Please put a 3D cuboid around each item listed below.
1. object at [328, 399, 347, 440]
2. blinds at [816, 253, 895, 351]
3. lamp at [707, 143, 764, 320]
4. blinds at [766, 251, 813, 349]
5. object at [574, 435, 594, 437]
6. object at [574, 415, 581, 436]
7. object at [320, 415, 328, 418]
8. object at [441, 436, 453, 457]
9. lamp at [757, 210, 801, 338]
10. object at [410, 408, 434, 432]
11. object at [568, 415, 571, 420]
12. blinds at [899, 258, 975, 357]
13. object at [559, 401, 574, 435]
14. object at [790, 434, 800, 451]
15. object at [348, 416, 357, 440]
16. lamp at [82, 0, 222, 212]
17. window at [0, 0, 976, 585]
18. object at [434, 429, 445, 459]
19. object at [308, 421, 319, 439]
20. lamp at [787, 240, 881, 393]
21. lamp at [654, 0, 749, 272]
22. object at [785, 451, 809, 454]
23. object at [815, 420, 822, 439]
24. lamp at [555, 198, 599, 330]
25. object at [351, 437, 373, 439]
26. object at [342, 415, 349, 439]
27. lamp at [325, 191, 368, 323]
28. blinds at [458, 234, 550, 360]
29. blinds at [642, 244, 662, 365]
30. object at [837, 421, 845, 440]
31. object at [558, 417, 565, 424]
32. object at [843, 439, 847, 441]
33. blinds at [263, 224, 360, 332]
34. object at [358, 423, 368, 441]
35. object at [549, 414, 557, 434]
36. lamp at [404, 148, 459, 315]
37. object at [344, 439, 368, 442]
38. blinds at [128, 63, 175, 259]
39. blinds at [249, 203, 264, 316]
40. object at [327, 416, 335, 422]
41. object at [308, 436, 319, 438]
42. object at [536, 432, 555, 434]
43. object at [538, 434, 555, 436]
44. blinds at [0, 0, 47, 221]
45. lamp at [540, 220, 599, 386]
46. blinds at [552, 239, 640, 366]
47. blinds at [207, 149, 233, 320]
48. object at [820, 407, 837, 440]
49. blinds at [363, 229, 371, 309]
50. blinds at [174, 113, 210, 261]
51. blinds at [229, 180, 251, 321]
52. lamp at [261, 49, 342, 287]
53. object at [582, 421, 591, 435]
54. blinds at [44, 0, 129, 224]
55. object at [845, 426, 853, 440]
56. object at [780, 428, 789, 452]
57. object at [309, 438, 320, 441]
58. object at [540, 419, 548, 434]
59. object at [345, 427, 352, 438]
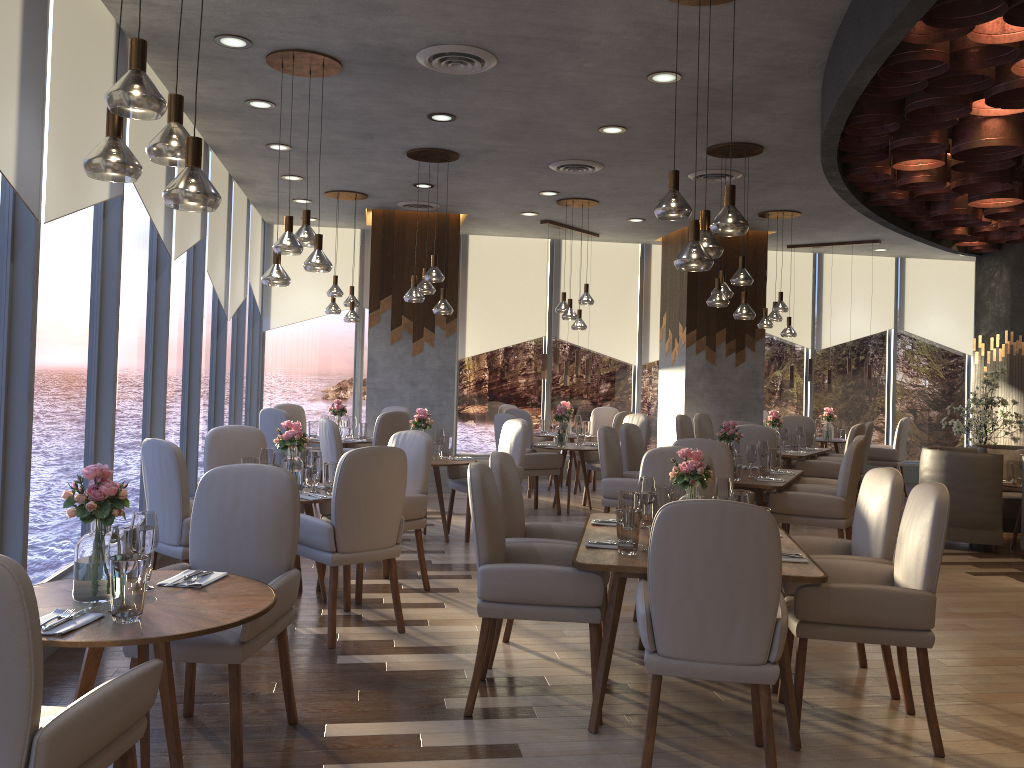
[{"bbox_3d":[-1.794,0.362,9.124,0.198,0.416,0.210,1,-1,29],"label":"object"},{"bbox_3d":[4.867,-1.781,12.512,1.173,2.682,0.007,2,-1,-9],"label":"blinds"},{"bbox_3d":[1.727,-1.173,6.937,0.439,1.327,0.439,2,-1,-4],"label":"lamp"},{"bbox_3d":[3.635,-1.837,12.323,1.173,2.682,0.007,2,-1,-9],"label":"blinds"},{"bbox_3d":[0.845,0.620,10.614,0.255,0.019,0.157,2,1,38],"label":"object"},{"bbox_3d":[0.797,0.504,10.775,0.092,0.244,0.092,1,-1,40],"label":"object"},{"bbox_3d":[-1.942,0.443,9.157,0.092,0.244,0.092,2,-1,-6],"label":"object"},{"bbox_3d":[-0.557,0.534,7.530,0.102,0.178,0.102,2,-1,12],"label":"object"},{"bbox_3d":[2.864,-1.170,9.544,0.439,1.327,0.439,2,-1,-24],"label":"lamp"},{"bbox_3d":[-0.762,0.411,7.461,0.197,0.416,0.210,2,-1,-36],"label":"object"},{"bbox_3d":[0.678,0.499,10.970,0.092,0.244,0.092,2,-1,-1],"label":"object"},{"bbox_3d":[6.100,-1.747,12.702,1.173,2.682,0.007,2,-1,-9],"label":"blinds"},{"bbox_3d":[0.655,0.414,10.837,0.210,0.416,0.198,2,-1,4],"label":"object"},{"bbox_3d":[2.937,0.614,9.210,0.102,0.178,0.102,2,-1,-19],"label":"object"},{"bbox_3d":[-1.637,0.452,9.093,0.092,0.244,0.092,2,-1,-28],"label":"object"},{"bbox_3d":[-1.096,-1.209,2.755,0.439,1.327,0.439,2,-1,-10],"label":"lamp"},{"bbox_3d":[-0.041,-0.562,8.938,8.063,3.201,16.110,2,1,36],"label":"window"},{"bbox_3d":[-0.609,0.501,7.435,0.092,0.244,0.092,3,-1,-44],"label":"object"},{"bbox_3d":[-2.052,0.472,9.155,0.102,0.178,0.102,2,-1,2],"label":"object"},{"bbox_3d":[4.120,-0.853,11.438,1.161,1.932,0.118,1,-1,36],"label":"lamp"},{"bbox_3d":[0.869,-1.166,4.030,0.439,1.327,0.439,1,-1,30],"label":"lamp"},{"bbox_3d":[2.884,0.694,9.050,0.255,0.019,0.157,2,1,35],"label":"object"},{"bbox_3d":[3.958,0.589,11.467,0.092,0.244,0.092,1,-1,14],"label":"object"},{"bbox_3d":[0.663,-1.230,9.223,0.439,1.327,0.439,2,-1,-1],"label":"lamp"},{"bbox_3d":[-1.587,0.564,9.312,0.157,0.019,0.255,2,1,41],"label":"object"},{"bbox_3d":[-1.744,0.447,9.273,0.092,0.244,0.092,1,-1,21],"label":"object"},{"bbox_3d":[-1.739,-1.300,9.188,0.439,1.327,0.439,3,-1,-42],"label":"lamp"},{"bbox_3d":[-0.086,-1.634,11.746,1.173,2.682,0.007,2,-1,-9],"label":"blinds"},{"bbox_3d":[2.378,-1.578,12.125,1.173,2.682,0.007,2,-1,-9],"label":"blinds"},{"bbox_3d":[4.230,0.597,11.403,0.092,0.244,0.092,2,-1,-18],"label":"object"},{"bbox_3d":[0.603,0.500,10.665,0.092,0.244,0.092,2,-1,-35],"label":"object"},{"bbox_3d":[4.299,0.714,11.252,0.255,0.019,0.157,2,1,30],"label":"object"},{"bbox_3d":[-2.547,-1.986,11.373,1.173,2.682,0.007,2,-1,-9],"label":"blinds"},{"bbox_3d":[-1.528,0.488,9.091,0.102,0.178,0.102,2,-1,-37],"label":"object"},{"bbox_3d":[0.501,0.495,10.842,0.092,0.244,0.092,2,-1,-31],"label":"object"},{"bbox_3d":[-0.679,-1.249,7.381,0.439,1.327,0.439,2,-1,-6],"label":"lamp"},{"bbox_3d":[-1.587,0.568,8.933,0.255,0.019,0.157,2,1,37],"label":"object"},{"bbox_3d":[-2.286,-2.215,5.730,0.007,2.682,1.173,2,-1,-9],"label":"blinds"},{"bbox_3d":[-3.053,-2.188,10.676,0.007,2.682,1.173,2,-1,-9],"label":"blinds"},{"bbox_3d":[-1.835,0.448,8.974,0.092,0.244,0.092,2,-1,-28],"label":"object"},{"bbox_3d":[-2.002,0.552,9.311,0.255,0.019,0.157,2,1,36],"label":"object"},{"bbox_3d":[0.435,0.604,10.993,0.255,0.019,0.157,2,1,34],"label":"object"},{"bbox_3d":[0.444,0.608,10.605,0.157,0.019,0.255,2,1,36],"label":"object"},{"bbox_3d":[-1.910,-2.032,3.262,0.007,2.682,1.173,2,-1,-9],"label":"blinds"},{"bbox_3d":[0.695,-0.946,10.828,0.118,1.932,1.160,1,-1,36],"label":"lamp"},{"bbox_3d":[1.146,-1.593,11.935,1.173,2.682,0.007,2,-1,-9],"label":"blinds"},{"bbox_3d":[-2.678,-1.958,8.205,0.007,2.682,1.173,2,-1,-9],"label":"blinds"},{"bbox_3d":[4.046,0.507,11.327,0.198,0.416,0.210,2,-1,-31],"label":"object"},{"bbox_3d":[-1.312,-1.952,11.562,1.173,2.682,0.007,2,-1,-9],"label":"blinds"},{"bbox_3d":[-2.479,-2.235,6.978,0.007,2.682,1.173,2,-1,-9],"label":"blinds"},{"bbox_3d":[-2.868,-1.977,9.439,0.007,2.682,1.173,2,-1,-9],"label":"blinds"},{"bbox_3d":[-1.251,-1.241,5.240,0.439,1.327,0.439,2,-1,-16],"label":"lamp"},{"bbox_3d":[0.905,0.540,10.772,0.102,0.178,0.102,2,-1,-6],"label":"object"},{"bbox_3d":[-2.101,-2.051,4.495,0.007,2.682,1.173,2,-1,-9],"label":"blinds"},{"bbox_3d":[4.337,0.633,11.416,0.102,0.178,0.102,2,-1,-24],"label":"object"},{"bbox_3d":[2.829,0.578,9.207,0.092,0.244,0.092,2,-1,-13],"label":"object"},{"bbox_3d":[-2.000,0.556,8.934,0.157,0.019,0.255,2,1,43],"label":"object"},{"bbox_3d":[0.390,0.525,10.835,0.102,0.178,0.102,1,-1,30],"label":"object"},{"bbox_3d":[-1.737,0.479,9.381,0.102,0.178,0.102,1,-1,17],"label":"object"}]
